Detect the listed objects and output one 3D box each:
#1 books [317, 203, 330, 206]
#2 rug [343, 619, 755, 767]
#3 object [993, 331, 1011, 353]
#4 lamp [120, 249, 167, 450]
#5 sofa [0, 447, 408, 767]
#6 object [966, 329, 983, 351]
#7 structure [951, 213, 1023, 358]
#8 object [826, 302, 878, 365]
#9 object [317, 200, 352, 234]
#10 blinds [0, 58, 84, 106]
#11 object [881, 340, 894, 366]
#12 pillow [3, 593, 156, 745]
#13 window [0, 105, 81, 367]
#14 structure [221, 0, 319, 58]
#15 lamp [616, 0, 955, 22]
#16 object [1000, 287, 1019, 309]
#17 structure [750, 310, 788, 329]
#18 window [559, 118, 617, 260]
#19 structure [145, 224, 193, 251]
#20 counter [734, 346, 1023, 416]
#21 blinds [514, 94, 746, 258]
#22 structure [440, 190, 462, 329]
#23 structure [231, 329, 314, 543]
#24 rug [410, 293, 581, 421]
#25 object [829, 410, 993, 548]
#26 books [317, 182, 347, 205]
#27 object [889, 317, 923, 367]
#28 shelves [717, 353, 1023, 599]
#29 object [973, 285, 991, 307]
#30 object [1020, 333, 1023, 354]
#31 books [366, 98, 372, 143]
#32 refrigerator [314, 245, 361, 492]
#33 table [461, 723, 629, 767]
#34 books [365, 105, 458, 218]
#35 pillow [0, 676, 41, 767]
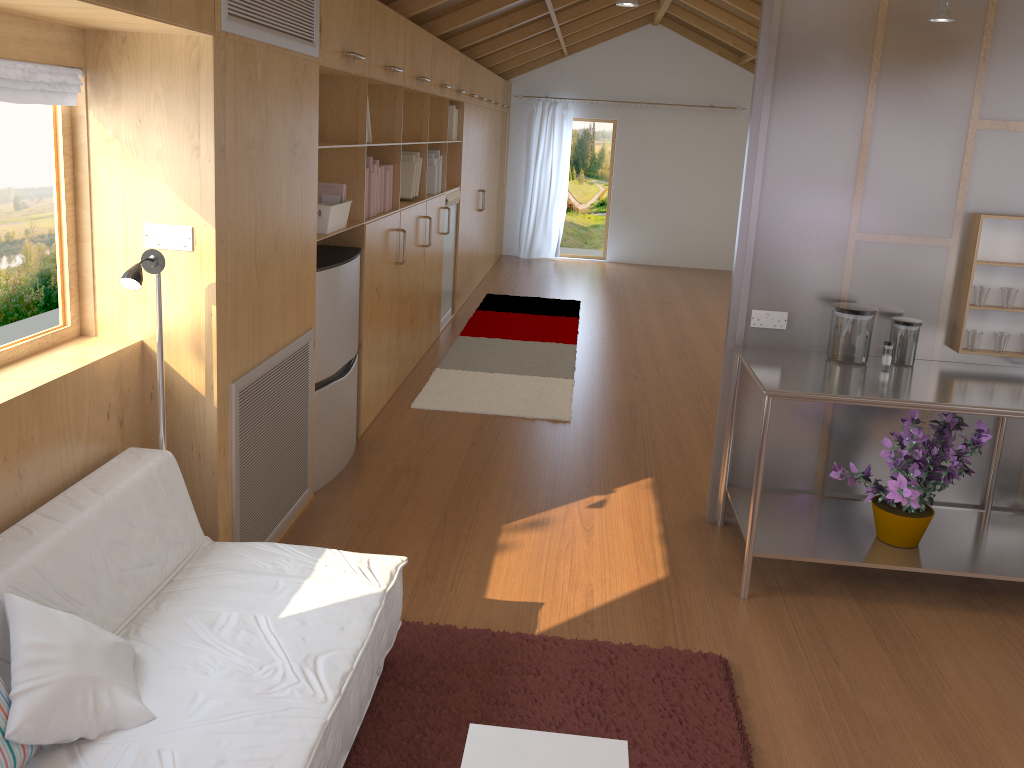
[{"bbox_3d":[-0.860,-0.788,3.893,0.083,0.007,0.106,-8,19,-34],"label":"books"},{"bbox_3d":[-0.388,1.133,1.636,1.886,0.020,2.523,5,16,4],"label":"rug"},{"bbox_3d":[1.921,-0.163,3.477,0.061,0.076,0.062,-2,15,-21],"label":"object"},{"bbox_3d":[-1.030,0.198,2.603,0.183,1.178,0.258,-1,13,-19],"label":"lamp"},{"bbox_3d":[-0.832,0.826,1.501,0.863,0.618,2.395,4,16,4],"label":"sofa"},{"bbox_3d":[1.818,-0.171,3.485,0.061,0.076,0.062,7,14,16],"label":"object"},{"bbox_3d":[1.935,-0.379,3.439,0.328,0.536,0.078,4,12,4],"label":"structure"},{"bbox_3d":[1.323,-0.197,3.452,0.172,0.212,0.174,8,14,17],"label":"object"},{"bbox_3d":[-0.857,-0.752,3.947,0.203,0.120,0.356,4,16,4],"label":"object"},{"bbox_3d":[-1.308,-0.647,1.815,0.047,0.109,1.523,4,16,4],"label":"blinds"},{"bbox_3d":[1.435,-0.117,3.378,0.037,0.091,0.038,8,13,19],"label":"object"},{"bbox_3d":[-0.894,0.565,1.813,0.268,0.248,0.351,-5,17,-30],"label":"pillow"},{"bbox_3d":[-1.378,-0.325,1.888,0.035,0.777,1.522,4,15,4],"label":"window"},{"bbox_3d":[-0.783,-1.277,2.933,0.013,0.295,0.918,4,16,4],"label":"structure"},{"bbox_3d":[1.129,-1.214,2.734,3.829,0.150,0.074,5,13,4],"label":"lamp"},{"bbox_3d":[1.931,-0.334,3.441,0.061,0.076,0.062,-2,15,-21],"label":"object"},{"bbox_3d":[1.043,-0.261,3.584,0.142,0.070,0.011,5,12,4],"label":"structure"},{"bbox_3d":[0.844,-2.508,11.375,0.875,1.758,0.026,4,12,4],"label":"window"},{"bbox_3d":[-1.014,-0.434,2.611,0.142,0.070,0.011,5,12,4],"label":"structure"},{"bbox_3d":[1.929,0.025,3.230,2.110,0.021,0.661,5,16,4],"label":"counter"},{"bbox_3d":[1.390,-2.531,11.148,2.848,2.004,0.236,4,12,4],"label":"blinds"},{"bbox_3d":[-0.633,-1.029,7.170,0.316,1.061,0.737,4,13,4],"label":"structure"},{"bbox_3d":[-0.871,0.233,3.277,0.013,0.709,0.833,4,14,4],"label":"structure"},{"bbox_3d":[0.042,-0.335,6.862,0.917,0.011,3.785,5,16,4],"label":"rug"},{"bbox_3d":[1.463,0.330,3.219,0.524,0.544,0.357,2,13,-4],"label":"object"},{"bbox_3d":[-0.847,-0.826,4.060,0.150,0.189,0.090,4,13,4],"label":"books"},{"bbox_3d":[1.532,-0.165,3.459,0.113,0.174,0.114,9,14,24],"label":"object"},{"bbox_3d":[1.906,0.404,3.310,2.093,0.741,0.643,5,14,4],"label":"shelves"},{"bbox_3d":[1.828,-0.342,3.449,0.061,0.076,0.062,7,14,16],"label":"object"},{"bbox_3d":[2.024,-0.155,3.469,0.061,0.076,0.062,-2,15,-21],"label":"object"},{"bbox_3d":[-0.796,-1.340,4.365,0.176,0.292,0.284,4,14,4],"label":"books"},{"bbox_3d":[-0.881,-0.103,4.094,0.262,0.971,0.725,4,13,4],"label":"refrigerator"},{"bbox_3d":[0.053,0.950,1.761,0.342,0.303,0.375,4,14,4],"label":"table"},{"bbox_3d":[-0.668,-1.553,5.824,0.189,0.647,3.162,4,16,4],"label":"books"},{"bbox_3d":[-1.028,0.731,1.210,0.171,0.247,1.059,4,16,4],"label":"pillow"}]
